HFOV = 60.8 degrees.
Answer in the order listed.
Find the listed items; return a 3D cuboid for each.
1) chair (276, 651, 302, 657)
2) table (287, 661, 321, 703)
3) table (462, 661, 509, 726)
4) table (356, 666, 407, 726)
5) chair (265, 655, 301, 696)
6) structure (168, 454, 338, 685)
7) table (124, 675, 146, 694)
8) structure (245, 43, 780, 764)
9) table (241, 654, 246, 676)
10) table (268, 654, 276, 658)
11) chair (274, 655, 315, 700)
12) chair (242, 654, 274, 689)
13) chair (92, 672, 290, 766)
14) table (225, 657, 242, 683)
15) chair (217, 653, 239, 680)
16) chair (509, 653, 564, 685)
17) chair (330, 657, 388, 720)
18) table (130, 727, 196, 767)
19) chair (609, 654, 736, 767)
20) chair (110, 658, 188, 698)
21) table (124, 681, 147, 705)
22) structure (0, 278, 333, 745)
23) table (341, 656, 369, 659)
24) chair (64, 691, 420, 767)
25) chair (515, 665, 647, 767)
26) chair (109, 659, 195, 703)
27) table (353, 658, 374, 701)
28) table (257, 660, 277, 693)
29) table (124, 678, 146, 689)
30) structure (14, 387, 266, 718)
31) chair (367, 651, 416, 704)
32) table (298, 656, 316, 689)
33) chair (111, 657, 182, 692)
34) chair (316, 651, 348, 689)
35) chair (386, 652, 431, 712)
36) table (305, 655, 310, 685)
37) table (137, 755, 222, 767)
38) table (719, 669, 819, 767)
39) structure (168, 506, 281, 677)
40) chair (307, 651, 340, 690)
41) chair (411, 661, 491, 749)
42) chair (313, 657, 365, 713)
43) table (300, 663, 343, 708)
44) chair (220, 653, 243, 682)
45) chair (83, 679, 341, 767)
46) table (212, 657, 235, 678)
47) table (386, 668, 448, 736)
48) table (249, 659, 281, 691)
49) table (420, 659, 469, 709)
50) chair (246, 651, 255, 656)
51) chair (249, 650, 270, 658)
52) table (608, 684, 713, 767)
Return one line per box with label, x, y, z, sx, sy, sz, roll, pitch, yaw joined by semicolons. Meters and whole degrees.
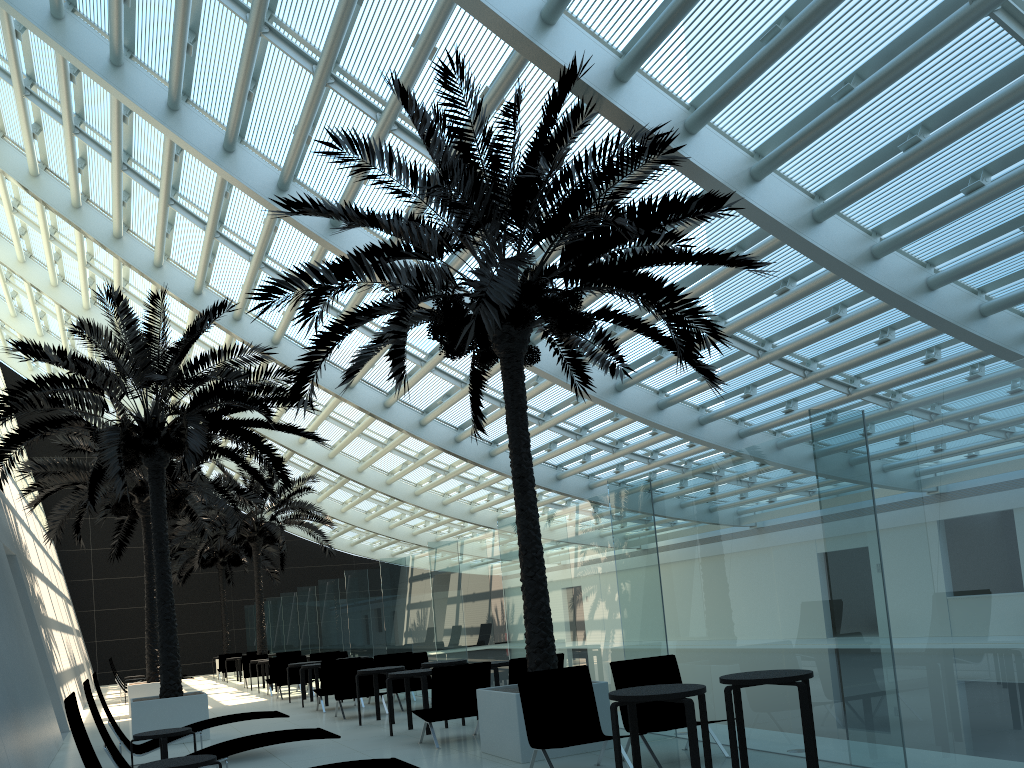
chair;-6.152;7.939;24.427;0.715;0.863;0.914;-1;-11;-25
table;-4.175;6.059;17.741;0.684;0.760;0.694;-7;-9;13
table;-0.323;4.072;11.504;0.685;0.760;0.693;-8;-10;18
table;-1.860;4.494;12.584;0.684;0.760;0.694;-7;-9;13
chair;-5.392;6.837;20.496;0.715;0.863;0.914;-1;-11;-25
structure;-7.777;5.567;26.458;4.817;6.832;4.566;0;-9;-31
table;-11.510;9.182;26.620;0.558;0.503;0.565;-8;-11;17
structure;0.083;0.258;8.965;4.815;6.833;4.567;-4;-8;-6
table;-9.642;10.370;32.259;0.687;0.760;0.691;-9;-10;22
table;-7.920;9.212;28.446;0.684;0.760;0.694;-7;-9;13
chair;-4.709;6.366;18.939;0.715;0.863;0.914;-1;-11;-25
chair;-6.999;7.914;24.041;0.715;0.863;0.914;-1;-11;-25
chair;-3.700;3.813;10.120;2.034;1.125;0.949;1;-10;-25
table;-8.801;9.186;28.045;0.684;0.760;0.694;-7;-9;13
chair;-10.018;9.963;30.800;0.715;0.863;0.914;-1;-11;-25
chair;0.149;3.690;10.431;0.715;0.863;0.914;-1;-11;-25
chair;-2.388;4.797;13.771;0.715;0.863;0.914;-1;-11;-25
table;-3.542;3.797;8.873;0.558;0.503;0.565;-8;-11;17
chair;1.418;2.823;7.568;0.715;0.863;0.914;-1;-11;-25
chair;-10.580;8.463;25.443;2.034;1.125;0.949;1;-10;-25
table;-9.366;7.733;21.846;0.557;0.503;0.566;-8;-10;13
structure;-5.127;1.848;12.876;4.375;6.651;4.661;-12;-11;43
table;-3.293;6.085;18.142;0.684;0.760;0.694;-7;-9;13
chair;-1.589;2.386;5.418;2.034;1.125;0.949;1;-10;-25
chair;0.570;2.798;7.182;0.715;0.863;0.914;-1;-11;-25
chair;-9.525;7.750;23.092;2.034;1.125;0.949;1;-10;-25
table;-2.700;5.679;16.799;0.685;0.760;0.693;-8;-10;18
table;-5.897;7.217;21.554;0.685;0.760;0.693;-8;-10;18
table;-10.422;8.447;24.196;0.558;0.503;0.565;-8;-11;17
structure;-7.778;3.477;18.278;4.305;6.709;4.738;-6;-8;8
chair;-2.229;5.297;15.725;0.715;0.863;0.914;-1;-11;-25
table;-5.016;7.243;21.956;0.685;0.760;0.693;-8;-10;18
chair;-11.669;9.199;27.867;2.034;1.125;0.949;1;-10;-25
chair;-3.861;6.391;19.325;0.715;0.863;0.914;-1;-11;-25
chair;-1.540;4.823;14.157;0.715;0.863;0.914;-1;-11;-25
table;-5.595;7.641;23.267;0.684;0.760;0.694;-7;-9;13
table;-2.486;3.083;6.522;0.558;0.503;0.565;-8;-11;17
table;1.933;2.553;6.501;0.687;0.760;0.691;-9;-10;22
structure;-11.095;7.827;33.912;4.918;6.832;4.474;-13;-11;43
chair;-4.544;6.862;20.882;0.715;0.863;0.914;-1;-11;-25
chair;-0.699;3.665;10.044;0.715;0.863;0.914;-1;-11;-25
chair;-3.076;5.272;15.339;0.715;0.863;0.914;-1;-11;-25
table;-3.582;5.652;16.398;0.685;0.760;0.693;-8;-10;18
chair;-9.335;9.492;29.242;0.715;0.863;0.914;-1;-11;-25
chair;-2.645;3.100;7.769;2.034;1.125;0.949;1;-10;-25
table;-10.523;10.344;31.858;0.687;0.760;0.691;-9;-10;22
table;-1.204;4.045;11.103;0.685;0.760;0.693;-8;-10;18
table;-6.476;7.614;22.866;0.684;0.760;0.694;-7;-9;13
table;-0.978;4.520;12.986;0.684;0.760;0.694;-7;-9;13
chair;-9.170;9.989;31.186;0.715;0.863;0.914;-1;-11;-25
chair;-8.487;9.518;29.628;0.715;0.863;0.914;-1;-11;-25
table;1.052;2.526;6.100;0.687;0.760;0.691;-9;-10;22
